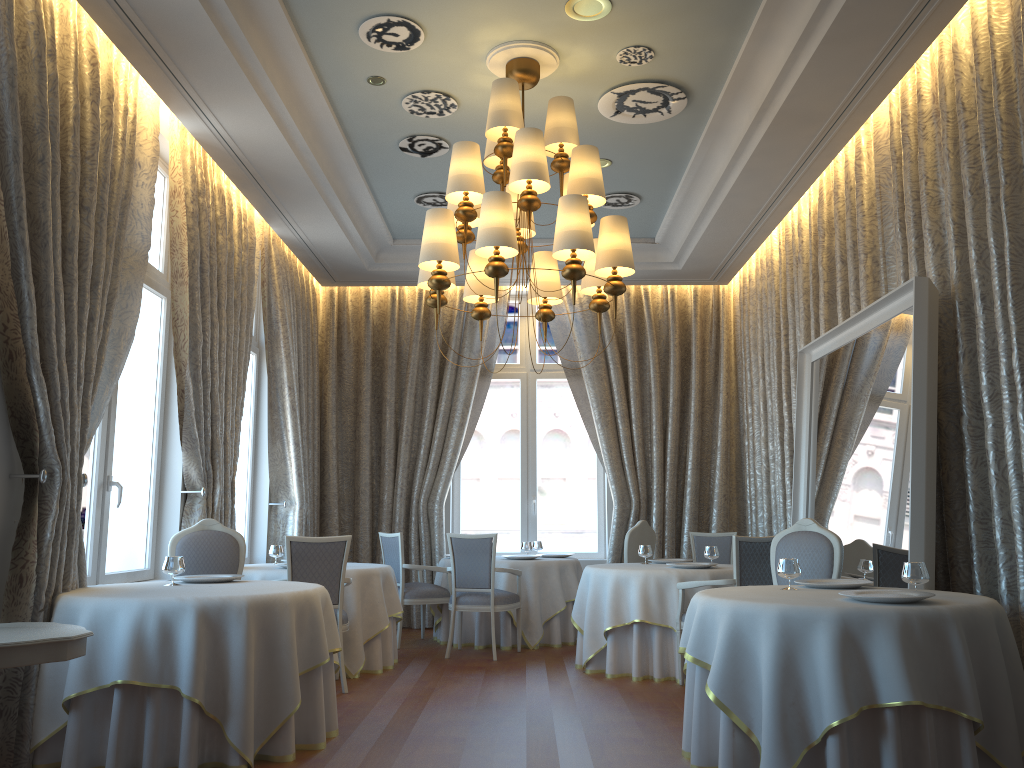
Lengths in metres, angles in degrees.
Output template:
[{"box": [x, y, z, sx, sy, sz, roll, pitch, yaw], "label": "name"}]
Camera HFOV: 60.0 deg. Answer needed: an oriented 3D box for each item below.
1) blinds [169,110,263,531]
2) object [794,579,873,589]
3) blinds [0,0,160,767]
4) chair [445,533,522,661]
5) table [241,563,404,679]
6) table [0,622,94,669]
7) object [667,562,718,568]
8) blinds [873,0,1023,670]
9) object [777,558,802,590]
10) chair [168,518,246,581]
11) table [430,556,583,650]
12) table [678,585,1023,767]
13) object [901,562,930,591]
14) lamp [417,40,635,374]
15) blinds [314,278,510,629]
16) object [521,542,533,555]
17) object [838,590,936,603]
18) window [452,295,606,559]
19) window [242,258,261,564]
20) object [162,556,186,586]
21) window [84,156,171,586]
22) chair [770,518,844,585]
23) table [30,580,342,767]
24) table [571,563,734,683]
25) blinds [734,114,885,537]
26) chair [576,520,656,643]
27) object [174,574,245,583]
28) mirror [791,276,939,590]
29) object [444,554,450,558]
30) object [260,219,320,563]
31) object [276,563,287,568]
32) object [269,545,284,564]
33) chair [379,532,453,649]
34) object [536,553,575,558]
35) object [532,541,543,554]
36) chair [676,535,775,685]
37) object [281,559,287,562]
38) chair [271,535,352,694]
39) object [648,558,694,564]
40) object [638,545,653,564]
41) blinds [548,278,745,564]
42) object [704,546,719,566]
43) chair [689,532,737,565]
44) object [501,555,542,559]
[{"box": [-2.434, -0.038, 7.404, 0.335, 4.969, 2.257, 0, -9, 1], "label": "blinds"}, {"box": [1.809, 1.127, 4.997, 0.419, 0.036, 0.419, 0, -9, 0], "label": "object"}, {"box": [-2.489, -0.422, 4.976, 0.315, 4.930, 2.204, 0, -9, 1], "label": "blinds"}, {"box": [-0.287, 1.942, 8.239, 0.650, 1.108, 0.629, -3, -9, 16], "label": "chair"}, {"box": [-1.764, 2.007, 7.601, 1.667, 0.890, 1.663, 1, -9, -5], "label": "table"}, {"box": [-2.104, 1.385, 3.455, 0.760, 0.801, 0.761, -8, -12, 40], "label": "table"}, {"box": [1.471, 1.480, 7.236, 0.419, 0.036, 0.419, 0, -9, 0], "label": "object"}, {"box": [2.627, -0.574, 4.115, 0.238, 4.819, 4.439, 0, -9, 1], "label": "blinds"}, {"box": [1.514, 1.038, 4.844, 0.128, 0.165, 0.128, -5, -10, 30], "label": "object"}, {"box": [-1.996, 1.506, 5.832, 0.563, 1.233, 0.690, 4, -10, -24], "label": "chair"}, {"box": [-0.012, 2.285, 9.365, 1.667, 0.890, 1.663, -3, -9, 19], "label": "table"}, {"box": [1.695, 1.519, 4.509, 1.663, 0.890, 1.667, 2, -9, -10], "label": "table"}, {"box": [1.991, 0.964, 4.375, 0.128, 0.165, 0.128, 0, -9, 1], "label": "object"}, {"box": [0.074, -1.171, 5.885, 1.373, 2.121, 1.373, -7, -11, 38], "label": "lamp"}, {"box": [-1.286, 0.464, 10.588, 2.535, 4.901, 0.386, 0, -9, 1], "label": "blinds"}, {"box": [0.155, 1.745, 9.332, 0.128, 0.165, 0.128, 0, -9, 1], "label": "object"}, {"box": [1.746, 0.991, 4.137, 0.419, 0.036, 0.419, 0, -9, 0], "label": "object"}, {"box": [0.202, 0.491, 10.979, 1.881, 3.306, 0.196, 0, -9, 1], "label": "window"}, {"box": [-2.741, 0.108, 8.553, 0.196, 3.306, 1.881, 0, -9, 1], "label": "window"}, {"box": [-1.974, 1.090, 5.174, 0.128, 0.165, 0.128, 3, -9, -17], "label": "object"}, {"box": [-2.740, -0.265, 6.182, 0.259, 3.306, 1.882, 0, -9, 0], "label": "window"}, {"box": [1.658, 1.445, 5.444, 0.690, 1.233, 0.563, 7, -11, -39], "label": "chair"}, {"box": [-1.805, 1.596, 4.994, 1.663, 0.890, 1.667, 2, -9, -10], "label": "table"}, {"box": [1.357, 1.997, 7.542, 1.663, 0.890, 1.667, -2, -9, 14], "label": "table"}, {"box": [2.684, 0.107, 8.434, 0.238, 4.819, 4.439, 0, -9, 1], "label": "blinds"}, {"box": [1.057, 1.993, 8.924, 0.690, 1.233, 0.563, -8, -12, 40], "label": "chair"}, {"box": [-1.869, 1.202, 5.471, 0.419, 0.036, 0.419, 0, -9, 0], "label": "object"}, {"box": [2.340, 0.812, 6.097, 0.385, 2.564, 2.251, 0, -9, 1], "label": "mirror"}, {"box": [-0.508, 1.805, 9.300, 0.419, 0.036, 0.419, 0, -9, 0], "label": "object"}, {"box": [-2.343, 0.348, 9.558, 0.386, 4.901, 2.121, 0, -9, 1], "label": "object"}, {"box": [-1.707, 1.476, 7.214, 0.419, 0.036, 0.419, 0, -9, 0], "label": "object"}, {"box": [-2.097, 1.518, 7.891, 0.128, 0.165, 0.128, 0, -9, 1], "label": "object"}, {"box": [-0.985, 2.058, 8.975, 0.629, 1.108, 0.650, 6, -11, -34], "label": "chair"}, {"box": [0.464, 1.832, 9.471, 0.419, 0.036, 0.419, 0, -9, 0], "label": "object"}, {"box": [0.279, 1.811, 9.751, 0.128, 0.165, 0.128, 0, -9, 1], "label": "object"}, {"box": [1.651, 1.686, 6.610, 0.650, 1.108, 0.629, 5, -10, -29], "label": "chair"}, {"box": [-1.898, 1.618, 8.115, 0.419, 0.036, 0.419, 0, -9, 0], "label": "object"}, {"box": [-1.514, 1.679, 6.570, 0.650, 1.108, 0.629, 4, -10, -24], "label": "chair"}, {"box": [1.443, 1.607, 8.045, 0.419, 0.036, 0.419, 0, -9, 0], "label": "object"}, {"box": [1.187, 1.518, 7.888, 0.128, 0.165, 0.128, 0, -9, 1], "label": "object"}, {"box": [1.590, 0.457, 10.545, 2.476, 4.901, 0.386, 0, -9, 1], "label": "blinds"}, {"box": [1.687, 1.456, 7.497, 0.128, 0.165, 0.128, 0, -9, 1], "label": "object"}, {"box": [1.960, 2.020, 8.734, 0.650, 1.108, 0.629, -3, -10, 21], "label": "chair"}, {"box": [0.098, 1.758, 9.004, 0.419, 0.036, 0.419, 0, -9, 0], "label": "object"}]
